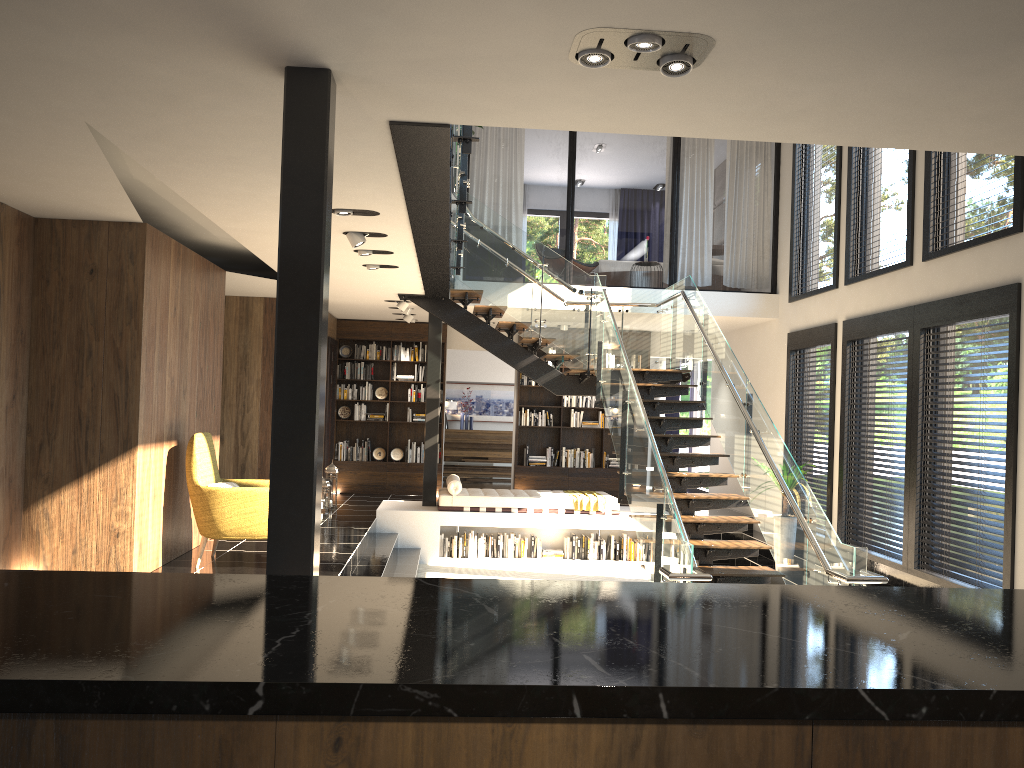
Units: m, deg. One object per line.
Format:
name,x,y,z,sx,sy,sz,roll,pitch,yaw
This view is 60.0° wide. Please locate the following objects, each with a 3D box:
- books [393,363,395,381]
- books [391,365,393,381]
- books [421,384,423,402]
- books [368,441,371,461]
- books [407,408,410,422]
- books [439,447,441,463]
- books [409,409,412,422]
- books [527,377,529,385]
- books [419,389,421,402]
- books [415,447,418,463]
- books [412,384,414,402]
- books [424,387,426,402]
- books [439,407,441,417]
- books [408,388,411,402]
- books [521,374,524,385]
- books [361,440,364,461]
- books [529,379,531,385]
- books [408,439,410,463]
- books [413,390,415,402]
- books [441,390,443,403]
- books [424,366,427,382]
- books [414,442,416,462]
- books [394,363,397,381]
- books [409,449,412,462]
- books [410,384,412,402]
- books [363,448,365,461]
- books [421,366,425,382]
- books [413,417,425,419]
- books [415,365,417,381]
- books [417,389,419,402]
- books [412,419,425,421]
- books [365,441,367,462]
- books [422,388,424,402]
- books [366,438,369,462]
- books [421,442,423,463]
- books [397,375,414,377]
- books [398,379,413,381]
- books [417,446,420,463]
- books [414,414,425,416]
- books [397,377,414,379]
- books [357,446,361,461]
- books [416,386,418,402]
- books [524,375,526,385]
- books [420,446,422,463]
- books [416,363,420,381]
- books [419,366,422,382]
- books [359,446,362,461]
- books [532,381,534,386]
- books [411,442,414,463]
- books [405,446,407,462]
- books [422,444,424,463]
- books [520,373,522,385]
books,-1.844,-0.191,13.870,0.027,0.279,0.166,2,-1,-4
books,-1.874,-0.173,13.894,0.028,0.242,0.194,2,-1,-4
books,-1.408,0.142,13.851,0.020,0.281,0.153,2,-1,-4
books,-2.212,1.044,13.801,0.042,0.315,0.193,2,-1,-4
books,-1.616,0.481,13.878,0.028,0.224,0.161,2,-1,-4
books,-1.129,1.116,13.880,0.029,0.247,0.139,2,-1,-4
books,-1.583,0.490,13.851,0.036,0.206,0.215,2,-1,-4
books,0.251,-0.100,13.999,0.029,0.254,0.128,2,-1,-4
books,-1.434,0.183,13.828,0.032,0.195,0.183,2,-1,-4
books,-1.493,1.102,13.872,0.034,0.250,0.115,2,-1,-4
books,-1.547,0.141,13.838,0.019,0.272,0.175,2,-1,-4
books,-1.358,0.165,13.868,0.030,0.239,0.146,2,-1,-4
books,-1.137,0.482,13.870,0.047,0.253,0.210,2,-1,-4
books,-1.601,0.170,13.860,0.033,0.211,0.132,2,-1,-4
books,0.166,-0.065,13.984,0.037,0.177,0.109,2,-1,-4
books,-2.319,1.037,13.793,0.016,0.322,0.219,2,-1,-4
books,0.279,-0.056,13.987,0.030,0.168,0.125,2,-1,-4
books,-1.604,1.042,13.816,0.017,0.359,0.189,2,-1,-4
books,-1.525,0.188,13.844,0.028,0.180,0.130,2,-1,-4
books,-1.094,0.195,13.856,0.026,0.196,0.170,2,-1,-4
books,-1.354,-0.160,13.892,0.035,0.251,0.196,2,-1,-4
books,-1.517,1.066,13.851,0.019,0.321,0.161,2,-1,-4
books,-1.822,-0.189,13.876,0.016,0.278,0.209,2,-1,-4
books,-1.584,1.117,13.861,0.034,0.215,0.104,2,-1,-4
books,-1.570,0.137,13.854,0.025,0.280,0.145,2,-1,-4
books,-2.298,1.095,13.814,0.033,0.208,0.192,2,-1,-4
books,-1.396,-0.154,13.905,0.047,0.238,0.225,2,-1,-4
books,-1.418,0.536,13.883,0.263,0.030,0.159,2,-2,-7
books,-1.504,-0.171,13.894,0.023,0.264,0.219,2,-1,-4
books,-1.464,0.180,13.855,0.026,0.200,0.154,2,-1,-4
books,-1.418,0.565,13.874,0.271,0.028,0.174,2,-2,-9
books,-2.265,1.048,13.798,0.027,0.304,0.204,2,-1,-4
books,-1.385,0.173,13.842,0.027,0.219,0.139,2,-1,-4
books,-2.240,1.022,13.776,0.019,0.356,0.235,2,-1,-4
books,-1.405,1.069,13.849,0.012,0.322,0.177,2,-1,-4
books,-1.668,-0.118,13.905,0.264,0.021,0.189,2,-2,-6
books,-1.670,-0.061,13.909,0.239,0.033,0.176,2,-2,-7
books,-1.457,1.100,13.855,0.037,0.255,0.145,2,-1,-4
books,-1.417,0.487,13.899,0.239,0.031,0.146,2,-2,-4
books,-1.668,-0.093,13.896,0.266,0.030,0.209,2,-2,-3
books,-2.383,1.085,13.809,0.034,0.223,0.209,2,-1,-4
books,-1.485,0.152,13.832,0.021,0.253,0.167,2,-1,-4
books,0.199,-0.089,14.001,0.030,0.230,0.103,2,-1,-4
books,-1.426,1.100,13.871,0.025,0.260,0.114,2,-1,-4
books,-1.466,-0.181,13.880,0.049,0.286,0.259,2,-1,-4
books,-1.430,-0.155,13.884,0.025,0.235,0.232,2,-1,-4
books,-2.348,1.086,13.811,0.036,0.222,0.173,2,-1,-4
books,0.333,-0.092,14.000,0.034,0.245,0.127,2,-1,-4
books,-1.556,1.067,13.863,0.019,0.317,0.122,2,-1,-4
books,-1.653,1.100,13.862,0.023,0.244,0.135,2,-1,-4
books,-1.386,1.087,13.854,0.029,0.286,0.138,2,-1,-4
books,0.133,-0.083,13.991,0.030,0.212,0.127,2,-1,-4
